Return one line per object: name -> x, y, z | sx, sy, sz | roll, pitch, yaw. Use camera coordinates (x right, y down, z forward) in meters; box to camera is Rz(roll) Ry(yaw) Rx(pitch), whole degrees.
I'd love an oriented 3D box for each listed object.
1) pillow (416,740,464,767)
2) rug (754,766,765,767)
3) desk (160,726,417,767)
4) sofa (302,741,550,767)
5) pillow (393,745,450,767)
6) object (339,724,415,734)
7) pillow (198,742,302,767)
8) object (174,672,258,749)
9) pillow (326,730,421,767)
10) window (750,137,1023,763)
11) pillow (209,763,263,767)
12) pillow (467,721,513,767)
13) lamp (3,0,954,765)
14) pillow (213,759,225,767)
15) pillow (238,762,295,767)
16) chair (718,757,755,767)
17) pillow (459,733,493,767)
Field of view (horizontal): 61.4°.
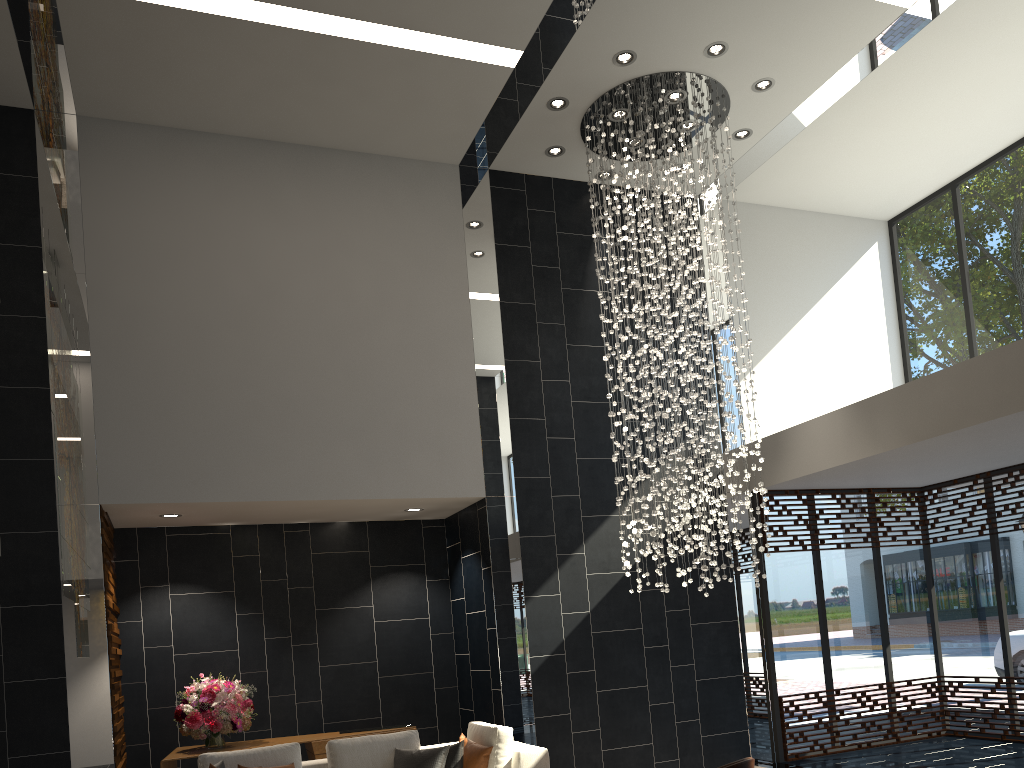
pillow -> -0.532, 2.827, 6.341 | 0.566, 0.402, 0.257 | -13, -10, 35
rug -> 1.971, 3.318, 6.721 | 2.330, 0.006, 3.557 | 2, -17, -21
desk -> -1.957, 3.593, 7.823 | 2.237, 0.728, 1.028 | 1, -13, -22
sofa -> -1.162, 3.046, 6.091 | 2.842, 0.662, 1.343 | 2, -15, -22
pillow -> -0.697, 2.820, 6.265 | 0.513, 0.354, 0.304 | -11, -10, 27
object -> -1.267, 3.241, 8.099 | 0.708, 0.025, 0.251 | -1, -16, -11
pillow -> -1.855, 2.826, 6.160 | 0.717, 0.440, 0.255 | 0, -8, -22
object -> -2.611, 2.865, 7.576 | 0.660, 0.656, 0.714 | 1, -12, -31
pillow -> -1.019, 2.859, 6.489 | 0.717, 0.425, 0.299 | 0, -9, -21
window -> 4.677, 0.075, 6.585 | 2.349, 5.826, 6.370 | -3, -10, -22
pillow -> -1.859, 2.764, 5.878 | 0.247, 0.416, 0.558 | -9, -12, 32
pillow -> -0.182, 2.792, 6.513 | 0.218, 0.442, 0.740 | -3, -13, -21
lamp -> -7.348, -43.947, 5.347 | 399.550, 110.523, 414.325 | -6, -15, 3
pillow -> -2.051, 2.753, 5.776 | 0.258, 0.401, 0.566 | -8, -12, 25
pillow -> -1.645, 2.791, 5.949 | 0.274, 0.400, 0.526 | -10, -12, 38
chair -> 0.775, 2.129, 3.902 | 0.804, 0.903, 0.682 | -11, -10, 35
pillow -> -0.333, 2.807, 6.375 | 0.268, 0.399, 0.539 | -1, -12, -26
